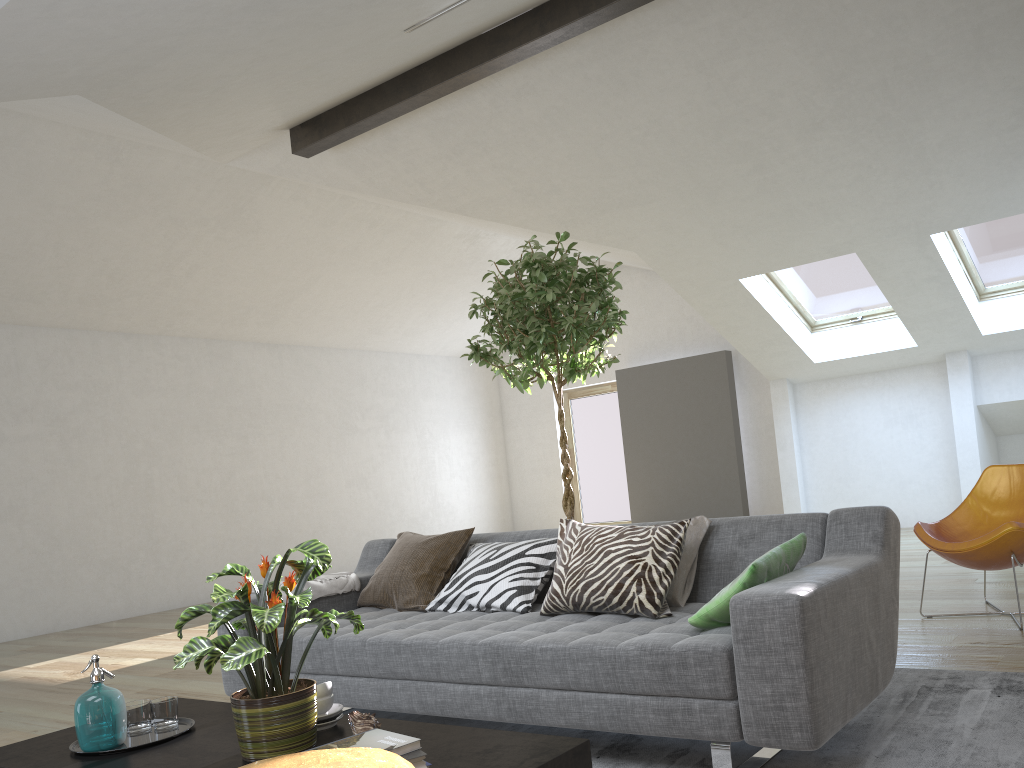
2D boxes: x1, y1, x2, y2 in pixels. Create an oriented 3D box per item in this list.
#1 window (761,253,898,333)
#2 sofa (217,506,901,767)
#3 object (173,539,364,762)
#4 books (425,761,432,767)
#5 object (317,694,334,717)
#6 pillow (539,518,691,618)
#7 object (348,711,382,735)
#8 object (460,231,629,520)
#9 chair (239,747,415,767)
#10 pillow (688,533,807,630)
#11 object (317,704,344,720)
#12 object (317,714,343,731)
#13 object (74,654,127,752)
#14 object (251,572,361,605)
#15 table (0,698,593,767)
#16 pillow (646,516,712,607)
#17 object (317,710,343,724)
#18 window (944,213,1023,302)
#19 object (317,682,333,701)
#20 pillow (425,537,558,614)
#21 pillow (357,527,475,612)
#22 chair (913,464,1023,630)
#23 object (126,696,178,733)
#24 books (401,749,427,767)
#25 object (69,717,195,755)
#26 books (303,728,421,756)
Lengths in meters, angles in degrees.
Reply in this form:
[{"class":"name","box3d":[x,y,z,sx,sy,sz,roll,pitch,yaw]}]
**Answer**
[{"class":"window","box3d":[3.076,-0.924,8.454,1.480,0.726,1.900,-10,-7,37]},{"class":"sofa","box3d":[0.067,0.913,3.338,2.475,0.681,1.024,-10,-6,36]},{"class":"object","box3d":[-0.562,0.644,2.116,0.377,0.524,0.438,-7,-3,12]},{"class":"books","box3d":[-0.336,0.770,1.729,0.312,0.019,0.194,-2,-8,-33]},{"class":"object","box3d":[-0.494,0.823,2.265,0.078,0.049,0.084,-7,-5,14]},{"class":"pillow","box3d":[0.354,0.634,3.117,0.561,0.339,0.280,-10,-5,40]},{"class":"object","box3d":[-0.350,0.805,2.072,0.068,0.078,0.126,-6,-5,5]},{"class":"object","box3d":[0.207,0.316,4.145,0.801,2.014,0.814,-7,-2,15]},{"class":"chair","box3d":[-0.657,0.595,0.583,1.315,0.866,1.400,-5,-5,-13]},{"class":"pillow","box3d":[0.726,0.604,2.685,0.229,0.260,0.441,-9,-6,39]},{"class":"object","box3d":[-0.491,0.844,2.266,0.118,0.024,0.125,-10,-7,32]},{"class":"object","box3d":[-0.491,0.863,2.263,0.123,0.021,0.120,-5,-6,-13]},{"class":"object","box3d":[-1.062,0.815,2.285,0.122,0.239,0.116,-5,-3,-28]},{"class":"object","box3d":[-0.924,1.057,3.922,0.359,0.417,0.480,-9,-5,40]},{"class":"table","box3d":[-0.623,1.036,2.122,1.558,0.323,0.620,-11,-7,36]},{"class":"pillow","box3d":[0.409,0.673,3.295,0.645,0.317,0.262,-10,-5,37]},{"class":"object","box3d":[-0.492,0.854,2.263,0.123,0.021,0.120,-5,-6,-13]},{"class":"window","box3d":[4.341,-1.164,7.514,1.480,0.726,1.900,-10,-7,37]},{"class":"object","box3d":[-0.498,0.795,2.266,0.085,0.067,0.076,-3,-5,-38]},{"class":"pillow","box3d":[-0.055,0.778,3.584,0.563,0.282,0.357,-10,-6,37]},{"class":"pillow","box3d":[-0.441,0.826,3.925,0.308,0.336,0.582,-3,-6,-44]},{"class":"chair","box3d":[2.390,0.765,4.334,0.712,0.720,0.663,-4,-4,-23]},{"class":"object","box3d":[-1.032,0.891,2.412,0.235,0.107,0.097,-3,-4,-26]},{"class":"books","box3d":[-0.329,0.745,1.712,0.295,0.030,0.177,-3,-7,-28]},{"class":"object","box3d":[-1.000,0.932,2.349,0.309,0.012,0.292,-1,-8,-39]},{"class":"books","box3d":[-0.324,0.720,1.719,0.254,0.019,0.160,0,-9,-43]}]
